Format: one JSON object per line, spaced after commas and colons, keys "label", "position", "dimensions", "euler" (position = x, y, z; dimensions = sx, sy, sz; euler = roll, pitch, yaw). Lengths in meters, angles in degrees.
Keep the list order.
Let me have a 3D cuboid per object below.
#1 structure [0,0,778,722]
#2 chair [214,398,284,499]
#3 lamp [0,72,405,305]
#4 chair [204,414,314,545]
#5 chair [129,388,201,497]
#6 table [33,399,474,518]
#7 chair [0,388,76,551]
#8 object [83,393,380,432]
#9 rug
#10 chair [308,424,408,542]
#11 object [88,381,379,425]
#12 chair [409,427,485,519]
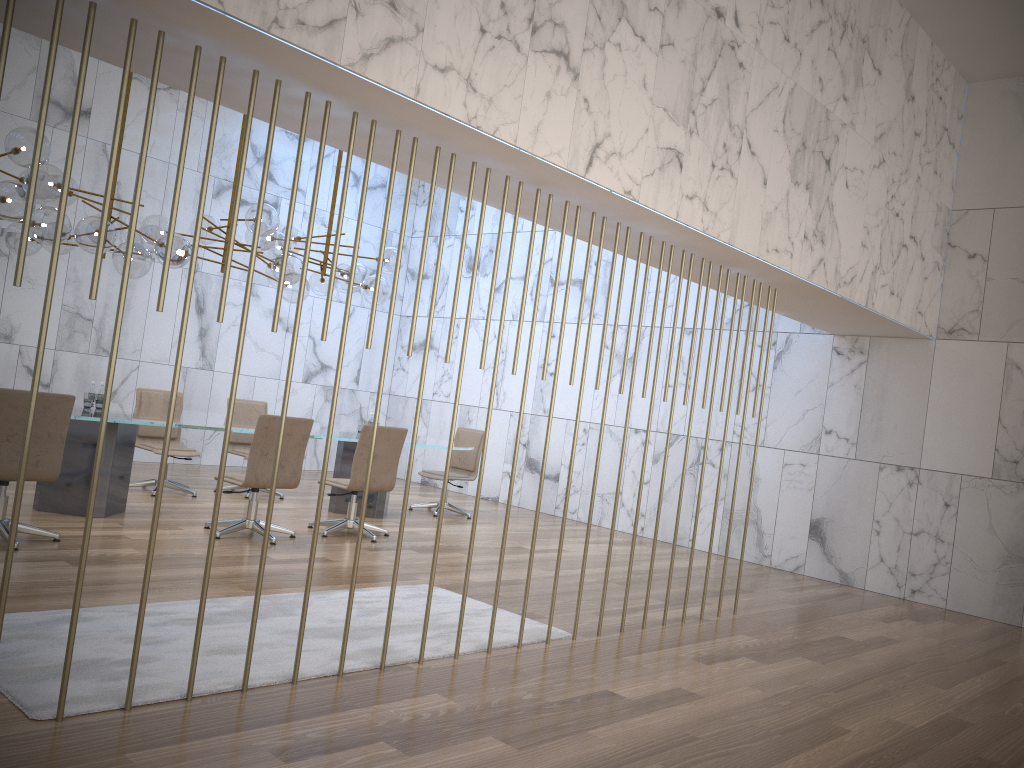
{"label": "structure", "position": [-0.604, 0.096, 3.999], "dimensions": [0.023, 2.456, 7.223], "euler": [6, -2, 43]}
{"label": "chair", "position": [-2.777, 0.691, 9.574], "dimensions": [0.697, 1.000, 0.726], "euler": [6, -2, 43]}
{"label": "lamp", "position": [-3.158, -2.189, 7.201], "dimensions": [1.557, 2.716, 5.672], "euler": [6, -2, 43]}
{"label": "chair", "position": [-2.020, 0.726, 7.107], "dimensions": [0.697, 1.000, 0.726], "euler": [6, -2, 43]}
{"label": "chair", "position": [-3.451, 0.579, 8.844], "dimensions": [0.697, 1.000, 0.726], "euler": [6, -2, 43]}
{"label": "table", "position": [-3.457, 0.610, 7.209], "dimensions": [2.092, 0.835, 7.924], "euler": [6, -2, 43]}
{"label": "chair", "position": [-3.266, 0.518, 5.755], "dimensions": [0.697, 1.000, 0.726], "euler": [6, -2, 43]}
{"label": "object", "position": [-3.160, 0.176, 7.424], "dimensions": [0.183, 0.117, 5.112], "euler": [6, -2, 43]}
{"label": "rug", "position": [-1.112, 1.269, 4.607], "dimensions": [1.320, 0.034, 3.025], "euler": [6, -2, 43]}
{"label": "chair", "position": [-1.351, 0.837, 7.832], "dimensions": [0.697, 1.000, 0.726], "euler": [6, -2, 43]}
{"label": "object", "position": [-3.180, 0.126, 7.468], "dimensions": [0.124, 0.213, 5.189], "euler": [6, -2, 43]}
{"label": "chair", "position": [-0.714, 0.989, 10.174], "dimensions": [0.726, 1.000, 0.697], "euler": [6, -2, 43]}
